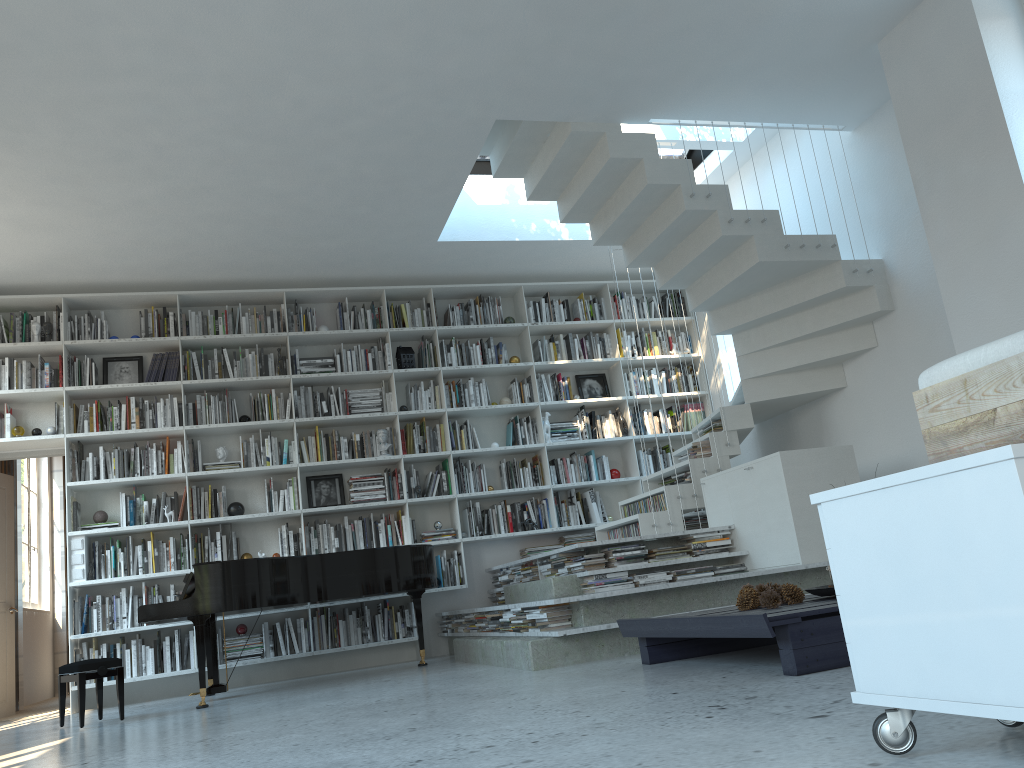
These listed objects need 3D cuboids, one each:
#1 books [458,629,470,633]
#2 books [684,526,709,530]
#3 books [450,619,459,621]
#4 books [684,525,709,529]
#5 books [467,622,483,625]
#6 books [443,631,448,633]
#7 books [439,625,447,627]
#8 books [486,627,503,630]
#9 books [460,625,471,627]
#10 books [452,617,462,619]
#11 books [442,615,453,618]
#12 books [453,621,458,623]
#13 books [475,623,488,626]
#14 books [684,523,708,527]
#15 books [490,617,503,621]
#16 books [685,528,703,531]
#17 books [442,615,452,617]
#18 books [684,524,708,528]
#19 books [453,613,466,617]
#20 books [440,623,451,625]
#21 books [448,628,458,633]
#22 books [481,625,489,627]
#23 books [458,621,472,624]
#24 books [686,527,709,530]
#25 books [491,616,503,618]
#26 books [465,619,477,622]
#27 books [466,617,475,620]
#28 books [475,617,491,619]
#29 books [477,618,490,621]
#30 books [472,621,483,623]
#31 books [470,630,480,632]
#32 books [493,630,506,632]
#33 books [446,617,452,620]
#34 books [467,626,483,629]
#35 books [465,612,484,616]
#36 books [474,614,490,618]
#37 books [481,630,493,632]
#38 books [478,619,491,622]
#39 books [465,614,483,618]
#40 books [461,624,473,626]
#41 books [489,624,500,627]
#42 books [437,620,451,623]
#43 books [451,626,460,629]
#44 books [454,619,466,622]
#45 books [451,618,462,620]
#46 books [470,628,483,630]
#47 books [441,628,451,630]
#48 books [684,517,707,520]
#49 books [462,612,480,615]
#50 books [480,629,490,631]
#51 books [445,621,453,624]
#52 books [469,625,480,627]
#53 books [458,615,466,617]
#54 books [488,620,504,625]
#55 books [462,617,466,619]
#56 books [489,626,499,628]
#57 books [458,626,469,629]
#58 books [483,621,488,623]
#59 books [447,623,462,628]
[{"bbox_3d":[-0.299,1.830,6.617,0.177,0.026,0.231,-4,-14,-15],"label":"books"},{"bbox_3d":[1.678,1.325,8.126,0.367,0.007,0.206,-4,-14,-14],"label":"books"},{"bbox_3d":[-0.384,1.835,6.924,0.160,0.009,0.292,-4,-14,-16],"label":"books"},{"bbox_3d":[1.675,1.319,8.133,0.327,0.008,0.208,-4,-14,-16],"label":"books"},{"bbox_3d":[-0.212,1.703,6.341,0.159,0.011,0.246,-2,-15,-21],"label":"books"},{"bbox_3d":[-0.454,1.993,7.177,0.171,0.015,0.242,-3,-14,-17],"label":"books"},{"bbox_3d":[-0.472,1.948,7.184,0.177,0.012,0.279,-2,-15,-21],"label":"books"},{"bbox_3d":[-0.050,1.576,5.753,0.189,0.009,0.291,-4,-14,-15],"label":"books"},{"bbox_3d":[-0.283,1.799,6.630,0.149,0.007,0.301,-3,-14,-17],"label":"books"},{"bbox_3d":[-0.372,1.818,6.932,0.135,0.014,0.298,-4,-14,-16],"label":"books"},{"bbox_3d":[-0.467,1.885,7.203,0.158,0.014,0.235,-3,-14,-19],"label":"books"},{"bbox_3d":[-0.371,1.847,6.924,0.143,0.019,0.231,-4,-14,-16],"label":"books"},{"bbox_3d":[-0.131,1.630,6.050,0.182,0.013,0.288,-4,-14,-16],"label":"books"},{"bbox_3d":[1.675,1.302,8.128,0.327,0.008,0.208,-5,-14,-13],"label":"books"},{"bbox_3d":[-0.036,1.519,5.773,0.142,0.017,0.240,-2,-15,-21],"label":"books"},{"bbox_3d":[1.679,1.340,8.123,0.327,0.008,0.208,-5,-14,-12],"label":"books"},{"bbox_3d":[-0.475,1.875,7.203,0.157,0.007,0.269,-5,-14,-13],"label":"books"},{"bbox_3d":[1.674,1.313,8.137,0.327,0.008,0.208,-6,-14,-9],"label":"books"},{"bbox_3d":[-0.379,1.803,6.934,0.137,0.018,0.201,-4,-14,-14],"label":"books"},{"bbox_3d":[-0.472,1.938,7.187,0.187,0.009,0.211,-3,-14,-18],"label":"books"},{"bbox_3d":[-0.383,1.910,6.904,0.189,0.030,0.238,-3,-14,-17],"label":"books"},{"bbox_3d":[-0.112,1.642,6.052,0.130,0.014,0.250,-2,-15,-22],"label":"books"},{"bbox_3d":[-0.304,1.776,6.631,0.171,0.020,0.194,-4,-14,-14],"label":"books"},{"bbox_3d":[1.679,1.332,8.122,0.327,0.008,0.208,-5,-14,-13],"label":"books"},{"bbox_3d":[-0.035,1.507,5.777,0.150,0.008,0.218,-3,-14,-18],"label":"books"},{"bbox_3d":[-0.220,1.681,6.344,0.169,0.009,0.242,-2,-15,-21],"label":"books"},{"bbox_3d":[-0.228,1.670,6.345,0.182,0.016,0.199,-5,-14,-13],"label":"books"},{"bbox_3d":[-0.136,1.588,6.060,0.165,0.014,0.236,-2,-15,-22],"label":"books"},{"bbox_3d":[-0.127,1.598,6.059,0.169,0.009,0.242,-3,-14,-17],"label":"books"},{"bbox_3d":[-0.201,1.691,6.347,0.140,0.013,0.181,-4,-14,-15],"label":"books"},{"bbox_3d":[-0.201,1.753,6.330,0.157,0.014,0.181,-3,-14,-20],"label":"books"},{"bbox_3d":[-0.027,1.591,5.756,0.142,0.012,0.292,-4,-14,-14],"label":"books"},{"bbox_3d":[-0.451,1.899,7.204,0.133,0.017,0.232,-4,-14,-16],"label":"books"},{"bbox_3d":[-0.207,1.733,6.334,0.159,0.012,0.293,-3,-14,-20],"label":"books"},{"bbox_3d":[-0.222,1.642,6.355,0.174,0.011,0.228,-3,-14,-18],"label":"books"},{"bbox_3d":[-0.140,1.576,6.061,0.179,0.012,0.250,-3,-14,-20],"label":"books"},{"bbox_3d":[-0.108,1.674,6.044,0.147,0.008,0.237,-3,-14,-18],"label":"books"},{"bbox_3d":[-0.121,1.607,6.059,0.155,0.009,0.298,-4,-14,-16],"label":"books"},{"bbox_3d":[-0.223,1.655,6.351,0.171,0.015,0.253,-3,-14,-20],"label":"books"},{"bbox_3d":[-0.286,1.790,6.632,0.147,0.012,0.206,-4,-14,-16],"label":"books"},{"bbox_3d":[-0.043,1.558,5.760,0.177,0.011,0.220,-4,-14,-16],"label":"books"},{"bbox_3d":[-0.482,1.916,7.190,0.191,0.013,0.244,-2,-15,-21],"label":"books"},{"bbox_3d":[-0.374,1.890,6.912,0.147,0.012,0.206,-2,-15,-22],"label":"books"},{"bbox_3d":[-0.309,1.759,6.634,0.180,0.015,0.295,-3,-14,-19],"label":"books"},{"bbox_3d":[-0.376,1.828,6.928,0.126,0.005,0.291,-2,-15,-22],"label":"books"},{"bbox_3d":[-0.194,1.742,6.335,0.140,0.008,0.284,-3,-14,-19],"label":"books"},{"bbox_3d":[-0.468,1.973,7.179,0.179,0.012,0.262,-4,-14,-15],"label":"books"},{"bbox_3d":[1.663,1.244,8.147,0.254,0.009,0.161,-4,-14,-16],"label":"books"},{"bbox_3d":[-0.237,1.635,6.352,0.193,0.005,0.225,-2,-15,-21],"label":"books"},{"bbox_3d":[-0.123,1.667,6.042,0.161,0.008,0.255,-5,-14,-13],"label":"books"},{"bbox_3d":[-0.451,1.926,7.196,0.136,0.013,0.259,-3,-14,-19],"label":"books"},{"bbox_3d":[-0.204,1.722,6.338,0.165,0.012,0.205,-3,-14,-17],"label":"books"},{"bbox_3d":[-0.303,1.731,6.643,0.159,0.006,0.286,-4,-14,-16],"label":"books"},{"bbox_3d":[-0.043,1.540,5.765,0.160,0.025,0.244,-2,-15,-22],"label":"books"},{"bbox_3d":[-0.289,1.742,6.645,0.130,0.018,0.256,-4,-14,-15],"label":"books"},{"bbox_3d":[-0.033,1.567,5.761,0.147,0.008,0.291,-2,-15,-21],"label":"books"},{"bbox_3d":[-0.295,1.810,6.624,0.172,0.014,0.221,-4,-14,-16],"label":"books"},{"bbox_3d":[-0.112,1.617,6.059,0.140,0.013,0.181,-4,-14,-16],"label":"books"},{"bbox_3d":[-0.396,1.871,6.910,0.191,0.028,0.213,-4,-14,-14],"label":"books"}]
